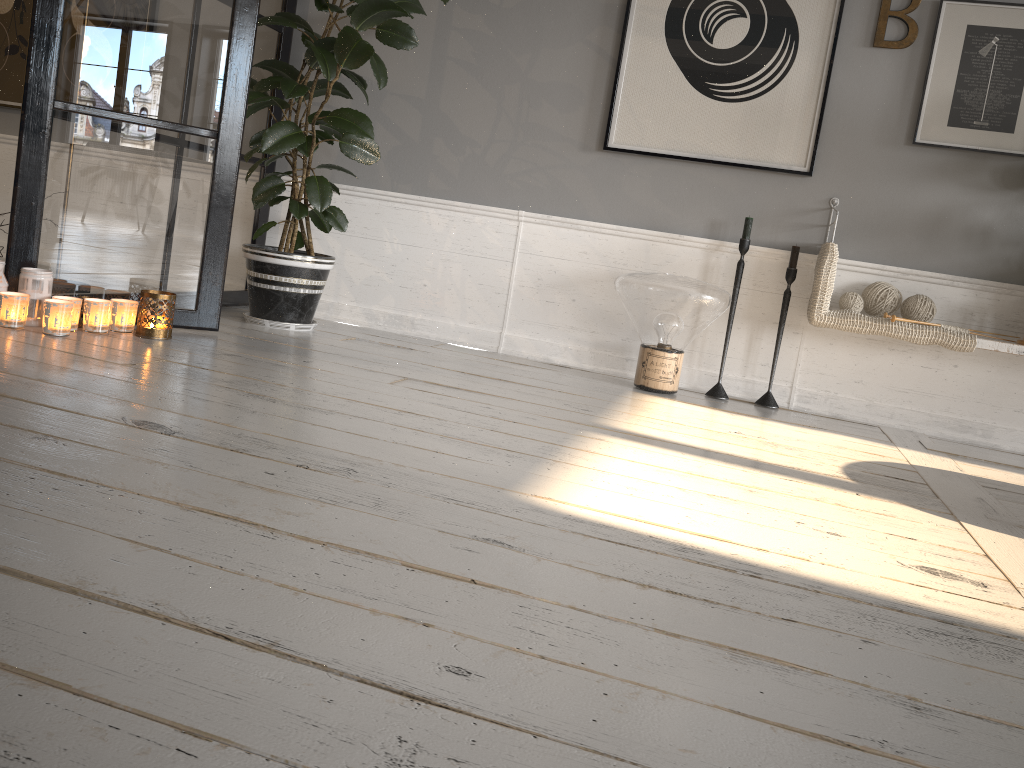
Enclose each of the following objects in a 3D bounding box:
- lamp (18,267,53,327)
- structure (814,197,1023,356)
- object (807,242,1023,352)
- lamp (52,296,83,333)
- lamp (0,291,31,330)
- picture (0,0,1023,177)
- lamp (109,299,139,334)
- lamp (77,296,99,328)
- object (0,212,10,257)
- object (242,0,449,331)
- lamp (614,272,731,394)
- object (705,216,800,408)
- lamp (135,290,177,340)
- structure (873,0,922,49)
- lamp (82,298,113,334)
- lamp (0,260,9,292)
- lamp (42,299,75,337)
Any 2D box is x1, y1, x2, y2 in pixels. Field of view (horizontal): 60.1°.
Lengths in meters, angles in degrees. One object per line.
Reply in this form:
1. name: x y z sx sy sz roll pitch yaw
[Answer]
1. lamp: -1.418 -0.257 2.629 0.092 0.165 0.090 7 6 -19
2. structure: 2.454 -0.190 2.888 2.784 0.483 0.309 11 7 15
3. object: 1.470 -0.290 3.127 0.787 0.305 0.330 11 8 15
4. lamp: -1.318 -0.205 2.612 0.080 0.098 0.081 4 8 -35
5. lamp: -1.428 -0.210 2.532 0.080 0.098 0.081 6 7 -21
6. picture: 0.165 -1.394 1.507 7.314 1.783 4.059 11 9 14
7. lamp: -1.209 -0.210 2.749 0.080 0.098 0.081 4 8 -35
8. lamp: -1.319 -0.223 2.743 0.063 0.090 0.063 9 7 -4
9. object: -1.675 -0.503 2.796 0.436 0.518 0.281 4 8 -35
10. object: -1.095 -0.912 1.877 1.014 1.781 3.916 11 9 13
11. lamp: 0.570 -0.191 3.297 0.436 0.434 0.432 14 9 36
12. object: 0.930 -0.276 3.342 0.280 0.696 0.092 10 5 7
13. lamp: -1.106 -0.216 2.751 0.107 0.140 0.108 6 7 -22
14. structure: 1.715 -1.313 3.188 0.741 0.261 0.024 11 6 15
15. lamp: -1.252 -0.204 2.670 0.080 0.098 0.081 4 8 -35
16. lamp: -1.529 -0.275 2.592 0.093 0.178 0.092 13 7 35
17. lamp: -1.297 -0.188 2.526 0.080 0.098 0.081 4 8 -35
